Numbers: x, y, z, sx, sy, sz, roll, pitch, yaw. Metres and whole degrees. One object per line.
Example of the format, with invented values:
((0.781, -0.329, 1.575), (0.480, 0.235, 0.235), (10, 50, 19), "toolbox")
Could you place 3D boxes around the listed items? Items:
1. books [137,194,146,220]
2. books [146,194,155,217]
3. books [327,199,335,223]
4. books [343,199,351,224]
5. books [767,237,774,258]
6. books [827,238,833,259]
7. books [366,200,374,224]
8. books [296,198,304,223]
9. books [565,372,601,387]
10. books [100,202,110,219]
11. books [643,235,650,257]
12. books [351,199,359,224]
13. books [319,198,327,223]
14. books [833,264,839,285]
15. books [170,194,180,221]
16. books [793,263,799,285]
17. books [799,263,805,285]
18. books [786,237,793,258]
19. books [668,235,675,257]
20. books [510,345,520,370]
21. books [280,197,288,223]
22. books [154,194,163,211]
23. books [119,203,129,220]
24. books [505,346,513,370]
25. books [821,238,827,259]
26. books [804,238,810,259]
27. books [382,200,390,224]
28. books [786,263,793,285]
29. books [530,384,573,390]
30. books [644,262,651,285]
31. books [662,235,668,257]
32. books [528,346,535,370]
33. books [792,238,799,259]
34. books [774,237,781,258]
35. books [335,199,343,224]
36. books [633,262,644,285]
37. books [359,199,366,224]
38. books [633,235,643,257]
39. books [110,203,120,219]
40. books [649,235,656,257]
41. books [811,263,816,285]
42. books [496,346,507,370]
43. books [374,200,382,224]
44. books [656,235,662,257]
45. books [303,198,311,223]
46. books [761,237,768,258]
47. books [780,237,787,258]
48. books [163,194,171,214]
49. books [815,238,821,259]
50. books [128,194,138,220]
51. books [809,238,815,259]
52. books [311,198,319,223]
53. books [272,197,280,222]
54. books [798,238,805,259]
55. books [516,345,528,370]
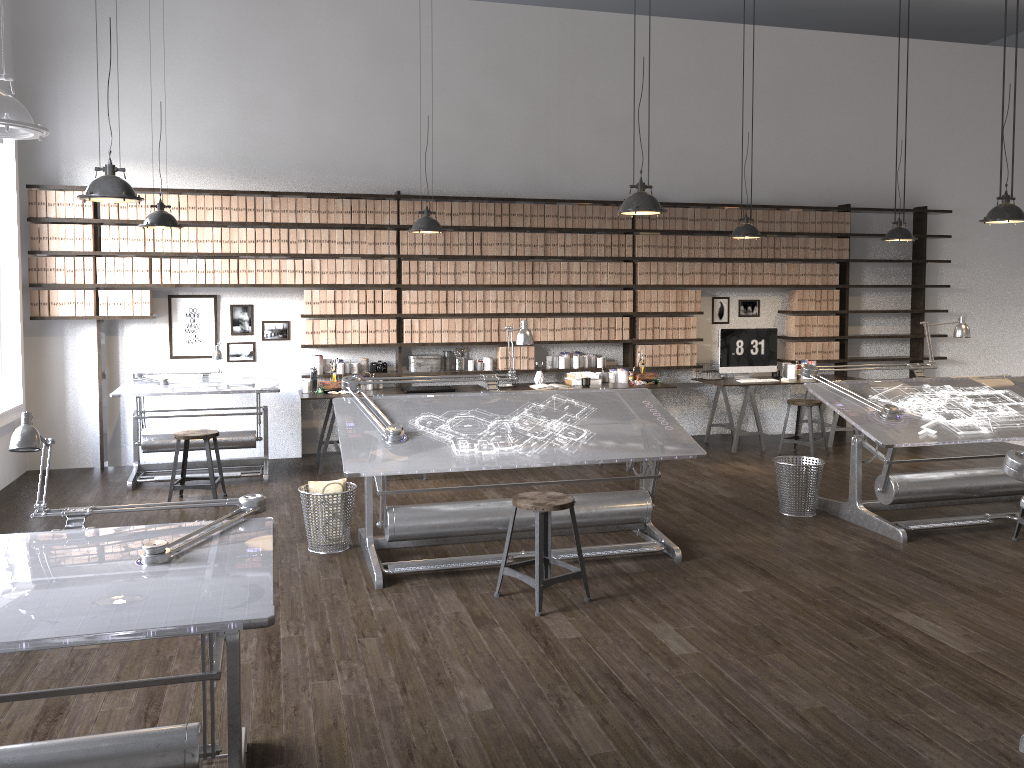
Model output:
((-3.195, -1.525, 7.663), (0.067, 0.225, 0.175), (-1, 4, -15), "books")
((-3.126, -1.527, 7.682), (0.067, 0.225, 0.175), (-1, 4, -15), "books")
((-1.655, -1.569, 8.081), (0.067, 0.225, 0.175), (-1, 4, -15), "books")
((-1.516, -1.573, 8.111), (0.067, 0.225, 0.175), (-1, 4, -15), "books")
((2.667, -1.418, 9.259), (0.067, 0.225, 0.175), (-1, 4, -15), "books")
((3.338, -1.438, 9.447), (0.067, 0.225, 0.175), (-1, 4, -15), "books")
((-1.314, -1.579, 8.171), (0.067, 0.225, 0.175), (-1, 4, -15), "books")
((-1.920, -1.562, 8.007), (0.067, 0.225, 0.175), (-1, 4, -15), "books")
((0.696, -0.063, 8.466), (0.294, 0.147, 0.387), (-1, 6, -15), "books")
((-3.476, -1.516, 7.588), (0.067, 0.225, 0.175), (-1, 4, -15), "books")
((1.315, -1.379, 8.892), (0.067, 0.225, 0.175), (-1, 4, -15), "books")
((-1.446, -1.575, 8.130), (0.067, 0.225, 0.175), (-1, 4, -15), "books")
((-1.722, -1.567, 8.061), (0.067, 0.225, 0.175), (-1, 4, -15), "books")
((3.420, -1.172, 9.478), (0.067, 0.225, 0.175), (-1, 4, -15), "books")
((-2.935, -1.532, 7.730), (0.067, 0.225, 0.175), (-1, 4, -15), "books")
((2.954, -1.159, 9.356), (0.067, 0.225, 0.175), (-1, 4, -15), "books")
((3.023, -1.161, 9.370), (0.067, 0.225, 0.175), (-1, 4, -15), "books")
((2.875, -1.425, 9.321), (0.067, 0.225, 0.175), (-1, 4, -15), "books")
((1.580, -1.387, 8.965), (0.067, 0.225, 0.175), (-1, 4, -15), "books")
((0.027, -0.257, 8.610), (0.067, 0.225, 0.175), (-1, 4, -15), "books")
((-2.050, -1.558, 7.973), (0.067, 0.225, 0.175), (-1, 4, -15), "books")
((-3.060, -1.528, 7.694), (0.067, 0.225, 0.175), (-1, 4, -15), "books")
((-3.332, -1.521, 7.627), (0.067, 0.225, 0.175), (-1, 4, -15), "books")
((-0.041, -0.255, 8.591), (0.067, 0.225, 0.175), (-1, 4, -15), "books")
((3.271, -1.436, 9.427), (0.067, 0.225, 0.175), (-1, 4, -15), "books")
((3.073, -1.430, 9.373), (0.067, 0.225, 0.175), (-1, 4, -15), "books")
((-1.179, -1.583, 8.206), (0.067, 0.225, 0.175), (-1, 4, -15), "books")
((2.886, -1.158, 9.340), (0.067, 0.225, 0.175), (-1, 4, -15), "books")
((0.359, 0.022, 8.195), (0.354, 0.029, 0.257), (-2, 6, -15), "books")
((1.328, -1.111, 8.910), (0.067, 0.225, 0.175), (-1, 4, -15), "books")
((1.508, -1.385, 8.951), (0.067, 0.225, 0.175), (-1, 4, -15), "books")
((0.164, -0.261, 8.648), (0.067, 0.225, 0.175), (-1, 4, -15), "books")
((2.943, -1.427, 9.339), (0.067, 0.225, 0.175), (-1, 4, -15), "books")
((2.737, -1.421, 9.284), (0.067, 0.225, 0.175), (-1, 4, -15), "books")
((-1.587, -1.571, 8.095), (0.067, 0.225, 0.175), (-1, 4, -15), "books")
((1.266, -1.110, 8.898), (0.067, 0.225, 0.175), (-1, 4, -15), "books")
((-1.386, -1.577, 8.151), (0.067, 0.225, 0.175), (-1, 4, -15), "books")
((1.244, -1.377, 8.877), (0.067, 0.225, 0.175), (-1, 4, -15), "books")
((-3.403, -1.518, 7.602), (0.067, 0.225, 0.175), (-1, 4, -15), "books")
((1.385, -1.381, 8.911), (0.067, 0.225, 0.175), (-1, 4, -15), "books")
((3.152, -1.165, 9.409), (0.067, 0.225, 0.175), (-1, 4, -15), "books")
((-0.105, -0.253, 8.568), (0.067, 0.225, 0.175), (-1, 4, -15), "books")
((-1.248, -1.581, 8.191), (0.067, 0.225, 0.175), (-1, 4, -15), "books")
((1.445, -1.383, 8.932), (0.067, 0.225, 0.175), (-1, 4, -15), "books")
((-1.859, -1.563, 8.022), (0.067, 0.225, 0.175), (-1, 4, -15), "books")
((2.594, -1.417, 9.245), (0.067, 0.225, 0.175), (-1, 4, -15), "books")
((2.807, -1.422, 9.298), (0.067, 0.225, 0.175), (-1, 4, -15), "books")
((-2.996, -1.530, 7.716), (0.067, 0.225, 0.175), (-1, 4, -15), "books")
((3.204, -1.434, 9.405), (0.067, 0.225, 0.175), (-1, 4, -15), "books")
((-3.262, -1.522, 7.641), (0.067, 0.225, 0.175), (-1, 4, -15), "books")
((3.134, -1.432, 9.388), (0.067, 0.225, 0.175), (-1, 4, -15), "books")
((-1.789, -1.565, 8.039), (0.067, 0.225, 0.175), (-1, 4, -15), "books")
((-2.119, -1.556, 7.954), (0.067, 0.225, 0.175), (-1, 4, -15), "books")
((3.010, -1.428, 9.351), (0.067, 0.225, 0.175), (-1, 4, -15), "books")
((0.097, -0.259, 8.625), (0.067, 0.225, 0.175), (-1, 4, -15), "books")
